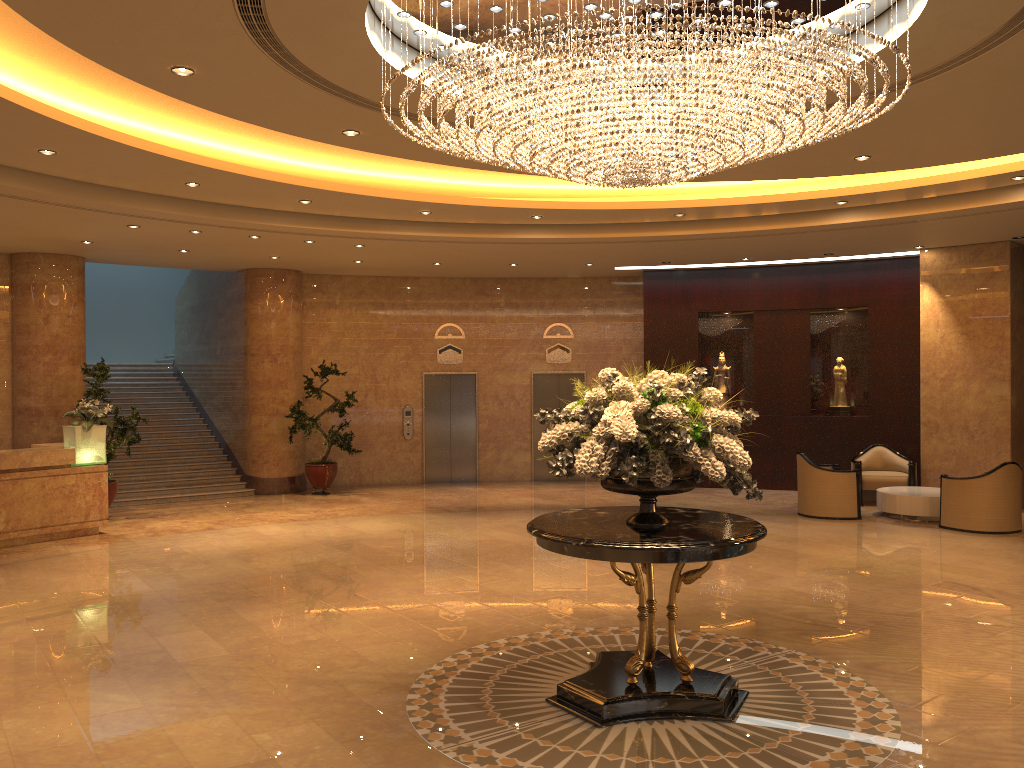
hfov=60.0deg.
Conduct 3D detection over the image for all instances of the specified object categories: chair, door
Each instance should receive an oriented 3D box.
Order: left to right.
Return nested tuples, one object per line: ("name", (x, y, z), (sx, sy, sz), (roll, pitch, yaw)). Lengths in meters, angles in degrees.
("door", (-1.198, 0.844, 17.221), (1.070, 2.145, 0.150), (0, 0, -9))
("door", (0.921, 0.830, 17.382), (1.070, 2.149, 0.150), (0, 0, 1))
("chair", (4.531, 1.442, 12.845), (0.769, 0.916, 0.951), (0, 0, 0))
("chair", (5.813, 1.427, 13.923), (0.951, 0.916, 0.769), (0, 0, 15))
("chair", (6.176, 1.438, 11.549), (0.951, 0.916, 0.769), (-1, 0, -20))

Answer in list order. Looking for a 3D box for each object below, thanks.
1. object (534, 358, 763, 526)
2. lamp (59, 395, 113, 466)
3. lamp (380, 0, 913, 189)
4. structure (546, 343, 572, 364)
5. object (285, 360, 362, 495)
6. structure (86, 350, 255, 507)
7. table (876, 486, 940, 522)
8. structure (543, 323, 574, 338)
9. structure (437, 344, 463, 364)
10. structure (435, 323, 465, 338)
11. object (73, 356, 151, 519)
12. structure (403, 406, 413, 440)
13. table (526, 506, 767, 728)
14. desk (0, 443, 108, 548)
("object", (0.819, 0.374, 5.567), (1.318, 0.999, 1.277), (0, 0, -4))
("lamp", (-5.594, 0.599, 11.739), (0.532, 0.897, 0.606), (0, 0, 34))
("lamp", (0.784, -1.872, 5.634), (3.204, 1.196, 3.206), (0, 0, 2))
("structure", (0.912, -0.598, 17.324), (0.504, 0.405, 0.012), (0, 0, 1))
("object", (-3.304, 0.759, 15.517), (1.250, 2.363, 0.843), (0, 0, -13))
("structure", (-7.531, -0.824, 17.576), (9.849, 5.560, 7.472), (-1, 0, -35))
("table", (5.862, 1.714, 12.687), (1.196, 0.354, 1.196), (0, 0, -8))
("structure", (0.907, -1.045, 17.320), (0.600, 0.293, 0.010), (0, 0, 1))
("structure", (-1.199, -0.582, 17.173), (0.504, 0.405, 0.012), (0, 0, -10))
("structure", (-1.202, -1.029, 17.169), (0.600, 0.293, 0.010), (0, 0, -10))
("object", (-6.036, 0.791, 13.114), (1.250, 2.363, 0.843), (0, 0, 36))
("structure", (-1.991, 0.745, 16.995), (0.200, 0.661, 0.053), (0, 0, -13))
("table", (0.841, 1.417, 5.606), (1.493, 1.089, 1.493), (-1, 0, -41))
("desk", (-7.058, 1.440, 6.041), (3.466, 1.155, 12.951), (0, 0, 0))
